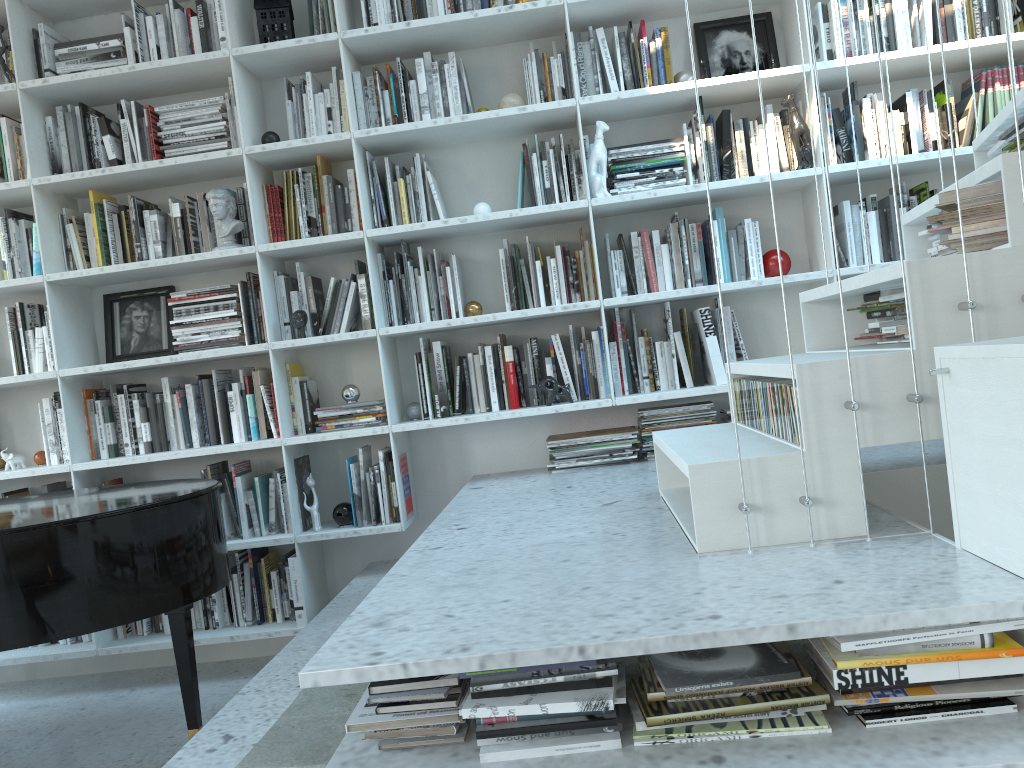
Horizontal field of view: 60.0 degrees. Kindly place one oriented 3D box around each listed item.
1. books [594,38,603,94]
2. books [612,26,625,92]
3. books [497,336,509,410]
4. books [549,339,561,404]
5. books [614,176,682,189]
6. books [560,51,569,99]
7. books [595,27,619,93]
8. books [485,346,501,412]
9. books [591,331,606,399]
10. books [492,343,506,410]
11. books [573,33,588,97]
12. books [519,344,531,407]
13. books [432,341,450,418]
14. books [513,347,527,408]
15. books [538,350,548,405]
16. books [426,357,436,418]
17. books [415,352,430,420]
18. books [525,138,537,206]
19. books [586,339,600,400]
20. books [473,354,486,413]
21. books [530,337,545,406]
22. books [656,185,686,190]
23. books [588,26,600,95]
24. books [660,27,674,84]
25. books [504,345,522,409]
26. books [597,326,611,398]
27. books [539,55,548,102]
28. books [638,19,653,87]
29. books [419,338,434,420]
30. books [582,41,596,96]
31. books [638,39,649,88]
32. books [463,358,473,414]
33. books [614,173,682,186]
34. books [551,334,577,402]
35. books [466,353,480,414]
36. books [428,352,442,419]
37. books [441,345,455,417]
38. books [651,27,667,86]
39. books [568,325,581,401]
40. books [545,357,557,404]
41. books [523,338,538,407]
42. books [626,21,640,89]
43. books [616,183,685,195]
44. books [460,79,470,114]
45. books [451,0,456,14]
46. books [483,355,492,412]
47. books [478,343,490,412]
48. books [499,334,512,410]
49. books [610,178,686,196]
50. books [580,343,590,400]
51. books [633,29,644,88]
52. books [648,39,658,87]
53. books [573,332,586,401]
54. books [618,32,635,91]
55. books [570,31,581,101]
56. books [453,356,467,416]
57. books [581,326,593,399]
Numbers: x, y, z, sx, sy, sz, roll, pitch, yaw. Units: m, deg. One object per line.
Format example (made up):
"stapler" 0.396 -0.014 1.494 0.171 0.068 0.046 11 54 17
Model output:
"books" 0.334 -1.180 3.418 0.011 0.248 0.155 -7 2 4
"books" 0.412 -1.209 3.423 0.012 0.285 0.159 -7 2 4
"books" -0.029 -0.044 3.501 0.012 0.285 0.159 -7 2 4
"books" 0.169 -0.050 3.476 0.012 0.249 0.164 -7 2 4
"books" 0.523 -0.762 3.424 0.254 0.012 0.160 -7 1 8
"books" 0.209 -1.151 3.436 0.013 0.221 0.155 -7 1 4
"books" 0.370 -1.206 3.420 0.065 0.289 0.145 -7 2 4
"books" -0.071 -0.022 3.486 0.025 0.252 0.181 -7 1 4
"books" 0.337 -0.075 3.457 0.026 0.258 0.156 -7 2 4
"books" -0.049 -0.030 3.517 0.016 0.261 0.098 -7 2 4
"books" 0.268 -1.191 3.437 0.031 0.284 0.137 -7 2 4
"books" 0.057 -0.033 3.497 0.021 0.243 0.131 -7 2 4
"books" -0.266 -0.019 3.492 0.030 0.294 0.188 -7 2 4
"books" 0.034 -0.028 3.492 0.025 0.238 0.156 -7 2 4
"books" 0.130 -0.026 3.484 0.022 0.211 0.135 -7 2 4
"books" -0.305 0.013 3.521 0.015 0.240 0.152 -7 2 4
"books" -0.337 0.006 3.497 0.023 0.262 0.186 -7 1 4
"books" 0.081 -0.799 3.468 0.016 0.290 0.135 -7 2 4
"books" 0.313 -0.057 3.453 0.025 0.228 0.175 -7 1 4
"books" -0.119 -0.004 3.504 0.024 0.228 0.159 -7 1 4
"books" 0.103 -0.049 3.483 0.026 0.263 0.169 -7 2 4
"books" 0.527 -0.726 3.424 0.285 0.012 0.159 -7 1 8
"books" 0.319 -1.205 3.427 0.015 0.301 0.140 -7 2 4
"books" 0.587 -1.209 3.389 0.026 0.244 0.177 -7 1 4
"books" 0.005 -0.027 3.480 0.031 0.244 0.184 -7 1 4
"books" 0.361 -0.086 3.455 0.025 0.272 0.171 -7 2 4
"books" 0.129 -1.145 3.460 0.011 0.228 0.131 -7 2 4
"books" 0.511 -1.221 3.400 0.014 0.285 0.175 -7 2 4
"books" -0.324 -0.023 3.496 0.010 0.316 0.186 -7 2 4
"books" 0.300 -1.179 3.443 0.030 0.253 0.128 -7 2 4
"books" 0.502 -1.180 3.391 0.013 0.207 0.189 -7 1 4
"books" -0.165 0.007 3.502 0.011 0.217 0.175 -7 1 4
"books" 0.522 -0.775 3.427 0.254 0.012 0.161 -7 1 6
"books" 0.206 -0.063 3.467 0.070 0.266 0.186 -7 1 4
"books" -0.145 -0.004 3.510 0.029 0.235 0.142 -7 2 4
"books" -0.289 0.003 3.495 0.023 0.256 0.178 -7 1 4
"books" -0.244 -0.013 3.500 0.010 0.277 0.174 -7 2 4
"books" 0.564 -1.211 3.400 0.021 0.253 0.166 -7 2 4
"books" 0.245 -0.082 3.473 0.013 0.294 0.134 -7 2 4
"books" 0.155 -0.014 3.476 0.025 0.181 0.169 -7 1 4
"books" 0.077 -0.046 3.478 0.026 0.262 0.173 -7 2 4
"books" 0.466 -1.217 3.405 0.012 0.287 0.176 -7 2 4
"books" 0.526 -0.738 3.424 0.254 0.012 0.161 -7 1 0
"books" -0.181 -1.087 3.485 0.015 0.189 0.103 -7 2 4
"books" -0.229 -1.493 3.475 0.010 0.272 0.120 -7 2 4
"books" -0.087 -0.005 3.504 0.012 0.221 0.153 -7 1 4
"books" -0.103 -0.026 3.499 0.014 0.268 0.171 -7 2 4
"books" -0.019 -0.049 3.478 0.012 0.293 0.175 -7 2 4
"books" 0.524 -0.750 3.421 0.285 0.012 0.159 -7 1 9
"books" 0.283 -0.050 3.460 0.013 0.220 0.168 -7 1 4
"books" 0.484 -1.209 3.418 0.020 0.267 0.152 -7 2 4
"books" 0.539 -1.188 3.403 0.033 0.213 0.152 -7 1 4
"books" 0.264 -0.070 3.473 0.021 0.265 0.150 -7 2 4
"books" 0.442 -1.205 3.431 0.043 0.269 0.131 -7 2 4
"books" 0.246 -1.188 3.424 0.012 0.285 0.159 -7 2 4
"books" -0.203 0.005 3.503 0.065 0.231 0.162 -7 1 4
"books" 0.293 -0.083 3.484 0.012 0.282 0.143 -7 2 4
